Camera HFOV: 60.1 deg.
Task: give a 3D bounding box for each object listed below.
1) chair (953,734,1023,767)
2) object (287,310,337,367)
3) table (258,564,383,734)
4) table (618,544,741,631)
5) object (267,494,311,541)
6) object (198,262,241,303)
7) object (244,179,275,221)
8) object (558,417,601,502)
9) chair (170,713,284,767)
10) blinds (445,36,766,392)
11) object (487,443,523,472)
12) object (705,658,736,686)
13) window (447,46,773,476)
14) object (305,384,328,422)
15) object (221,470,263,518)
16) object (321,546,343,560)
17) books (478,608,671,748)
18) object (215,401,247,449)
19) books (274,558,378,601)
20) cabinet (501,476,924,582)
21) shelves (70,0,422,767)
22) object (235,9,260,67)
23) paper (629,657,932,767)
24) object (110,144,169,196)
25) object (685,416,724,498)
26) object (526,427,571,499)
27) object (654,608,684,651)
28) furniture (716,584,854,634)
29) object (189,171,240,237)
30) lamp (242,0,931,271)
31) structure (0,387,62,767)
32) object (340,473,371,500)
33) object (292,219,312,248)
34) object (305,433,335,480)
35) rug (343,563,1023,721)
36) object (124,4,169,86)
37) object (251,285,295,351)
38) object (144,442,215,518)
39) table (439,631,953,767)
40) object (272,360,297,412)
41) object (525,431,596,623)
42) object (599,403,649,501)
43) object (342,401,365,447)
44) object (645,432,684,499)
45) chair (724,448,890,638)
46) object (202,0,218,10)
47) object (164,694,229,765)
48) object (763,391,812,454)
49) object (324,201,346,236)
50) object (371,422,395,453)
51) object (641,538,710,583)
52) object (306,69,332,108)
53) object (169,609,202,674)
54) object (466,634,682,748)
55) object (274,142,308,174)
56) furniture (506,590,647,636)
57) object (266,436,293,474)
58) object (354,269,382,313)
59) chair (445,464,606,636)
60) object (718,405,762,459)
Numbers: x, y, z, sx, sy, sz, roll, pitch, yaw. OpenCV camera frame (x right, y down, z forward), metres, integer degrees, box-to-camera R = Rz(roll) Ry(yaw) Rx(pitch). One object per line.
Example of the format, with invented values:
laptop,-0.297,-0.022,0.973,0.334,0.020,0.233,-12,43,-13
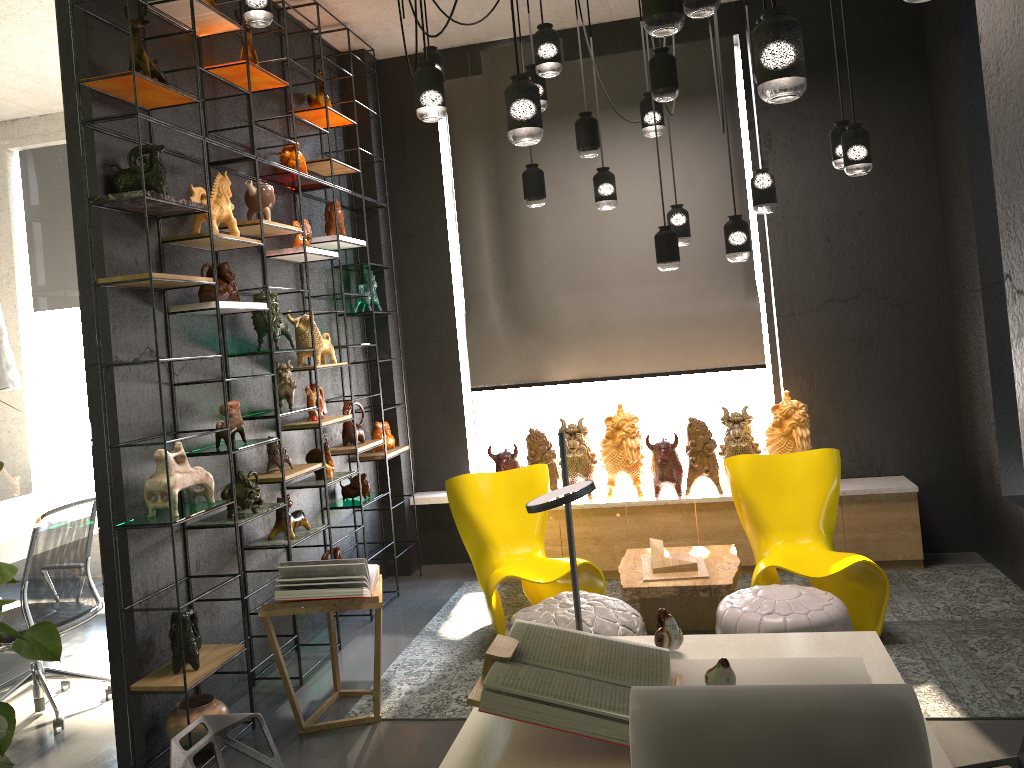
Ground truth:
chair,0.978,1.082,1.844,0.603,0.802,0.566,-5,0,25
object,-1.194,-0.280,5.331,0.175,0.352,0.370,-5,1,17
table,-0.767,1.231,4.169,0.495,0.619,0.735,-5,1,13
table,0.963,1.184,5.035,0.693,0.309,0.830,-5,2,12
object,-1.200,0.706,4.837,0.155,0.236,0.310,-5,1,16
object,-1.445,-0.497,4.341,0.138,0.222,0.278,-5,1,12
object,-1.380,-0.993,4.852,0.164,0.267,0.237,-5,1,-17
object,0.453,0.508,6.096,0.271,0.580,0.430,-5,0,5
chair,-0.450,1.201,2.098,0.603,0.802,0.566,-5,0,25
blinds,-1.995,-0.706,6.641,12.676,3.312,3.534,-4,2,32
object,0.002,0.613,6.173,0.219,0.441,0.464,-5,1,17
object,0.477,0.665,2.041,0.081,0.088,0.082,-5,1,32
window,0.721,-0.873,6.842,2.305,3.171,0.051,-5,-1,12
object,-1.181,0.108,5.346,0.060,0.223,0.268,-5,1,13
object,-1.332,0.526,4.347,0.192,0.221,0.402,-5,2,-18
object,-1.071,1.118,5.262,0.126,0.250,0.254,-5,1,12
books,0.163,0.653,2.001,0.394,0.168,0.487,-5,3,9
object,-1.381,0.196,4.326,0.119,0.220,0.212,-5,1,-4
books,-0.854,0.894,4.122,0.400,0.233,0.482,-5,2,-1
cabinet,1.254,0.996,5.954,2.726,0.531,0.405,-5,0,12
shelves,-1.284,-0.424,5.097,0.274,3.911,2.997,-6,0,12
object,-1.462,-1.877,4.887,0.116,0.359,0.198,-5,0,-18
paper,0.519,0.629,1.829,0.492,0.191,0.675,-5,3,12
object,-1.643,-0.920,3.878,0.254,0.250,0.126,-5,0,-13
object,1.292,0.465,5.949,0.248,0.546,0.476,-5,1,20
object,0.248,0.551,6.170,0.248,0.546,0.476,-5,1,20
object,0.407,0.649,2.335,0.087,0.102,0.077,-5,1,36
furniture,1.261,1.170,4.092,0.614,0.420,0.610,-5,2,6
object,-1.481,-0.893,4.374,0.170,0.363,0.376,-5,1,7
lamp,0.583,-1.661,3.605,2.684,2.274,2.836,-6,2,-34
structure,-1.662,0.350,1.138,2.353,5.460,1.560,-6,-1,26
object,-1.033,0.673,5.816,0.210,0.169,0.105,-5,0,11
object,-1.263,-0.905,5.370,0.107,0.210,0.234,-5,1,29
object,-1.140,0.434,5.314,0.123,0.271,0.227,-5,0,12
rug,1.199,1.326,4.769,3.591,0.010,2.194,-5,3,12
object,-1.612,-1.473,3.876,0.116,0.359,0.198,-5,0,12
object,-1.315,-0.359,4.833,0.167,0.356,0.256,-5,0,17
object,-1.456,0.404,3.884,0.164,0.304,0.342,-5,1,17
table,0.192,0.857,1.033,0.985,0.120,2.911,-5,3,12
object,-1.256,0.012,4.839,0.131,0.280,0.207,-5,0,-30
object,0.139,0.435,2.290,0.239,0.602,0.240,-6,-1,38
object,0.759,0.448,6.019,0.307,0.655,0.470,-5,0,17
object,-1.051,0.256,5.811,0.114,0.290,0.249,-5,1,12
object,1.046,0.528,5.953,0.219,0.441,0.464,-5,1,17
chair,1.577,0.839,4.908,0.657,0.897,1.070,-5,1,7
object,-1.541,-1.977,4.408,0.096,0.290,0.290,-5,1,11
object,-1.361,1.496,3.833,0.264,0.239,0.266,-5,1,12
object,1.802,0.363,5.798,0.307,0.655,0.470,-5,0,17
object,-1.172,-1.072,5.839,0.126,0.250,0.253,-5,1,-18
object,-0.926,0.368,6.335,0.138,0.222,0.278,-5,1,13
object,0.905,0.967,4.991,0.350,0.136,0.521,-5,3,7
object,-1.286,-1.907,5.830,0.097,0.290,0.289,-5,0,-39
object,-1.422,1.096,3.849,0.126,0.250,0.253,-5,1,-18
object,0.154,0.666,1.986,0.428,0.174,0.375,-5,2,12
object,-1.359,-1.342,5.384,0.277,0.222,0.139,-4,1,43
furniture,0.312,1.239,4.289,0.678,0.383,0.680,-5,2,12
object,-1.270,0.377,4.824,0.096,0.210,0.183,-5,1,15
object,-1.041,-0.673,6.318,0.152,0.332,0.289,-5,1,4
chair,0.022,0.965,5.246,0.659,0.897,1.067,-5,1,-18
object,1.497,0.423,5.875,0.271,0.580,0.430,-5,0,5
